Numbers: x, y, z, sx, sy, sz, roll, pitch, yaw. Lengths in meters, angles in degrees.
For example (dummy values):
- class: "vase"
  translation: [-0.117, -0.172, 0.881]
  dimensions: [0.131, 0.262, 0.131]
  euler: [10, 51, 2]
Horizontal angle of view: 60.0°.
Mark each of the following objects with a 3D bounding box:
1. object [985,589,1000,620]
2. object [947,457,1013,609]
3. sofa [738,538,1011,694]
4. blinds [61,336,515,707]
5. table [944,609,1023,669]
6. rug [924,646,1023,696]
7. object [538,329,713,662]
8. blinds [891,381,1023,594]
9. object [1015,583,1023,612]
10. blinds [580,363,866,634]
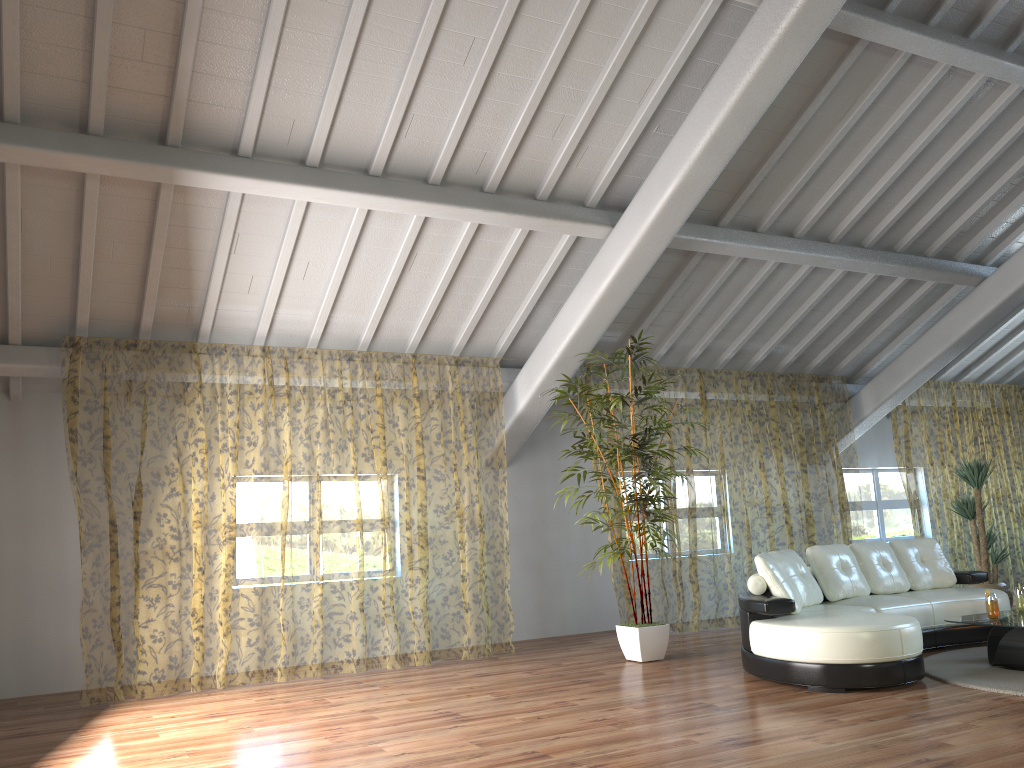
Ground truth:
- class: "object"
  translation: [3.095, 1.421, 5.725]
  dimensions: [0.081, 0.192, 0.075]
  euler: [-4, -10, 7]
- class: "object"
  translation: [4.772, 1.530, 9.064]
  dimensions: [0.564, 1.586, 0.588]
  euler: [-4, -10, 6]
- class: "sofa"
  translation: [2.606, 1.585, 6.521]
  dimensions: [1.359, 0.805, 3.047]
  euler: [-11, -13, 41]
- class: "blinds"
  translation: [-1.586, 0.973, 6.911]
  dimensions: [3.505, 2.546, 0.306]
  euler: [2, -11, -27]
- class: "table"
  translation: [3.575, 1.613, 5.563]
  dimensions: [1.201, 0.290, 1.201]
  euler: [2, -11, -24]
- class: "rug"
  translation: [3.736, 1.736, 5.414]
  dimensions: [2.307, 0.020, 2.313]
  euler: [-9, -12, 32]
- class: "object"
  translation: [0.982, 0.879, 6.924]
  dimensions: [1.399, 2.473, 1.177]
  euler: [-2, -10, -3]
- class: "blinds"
  translation: [5.584, 1.238, 10.618]
  dimensions: [2.780, 2.546, 0.306]
  euler: [2, -11, -27]
- class: "object"
  translation: [3.479, 1.460, 6.065]
  dimensions: [0.081, 0.192, 0.075]
  euler: [1, -10, -22]
- class: "blinds"
  translation: [2.238, 1.114, 8.887]
  dimensions: [3.505, 2.546, 0.306]
  euler: [2, -11, -27]
